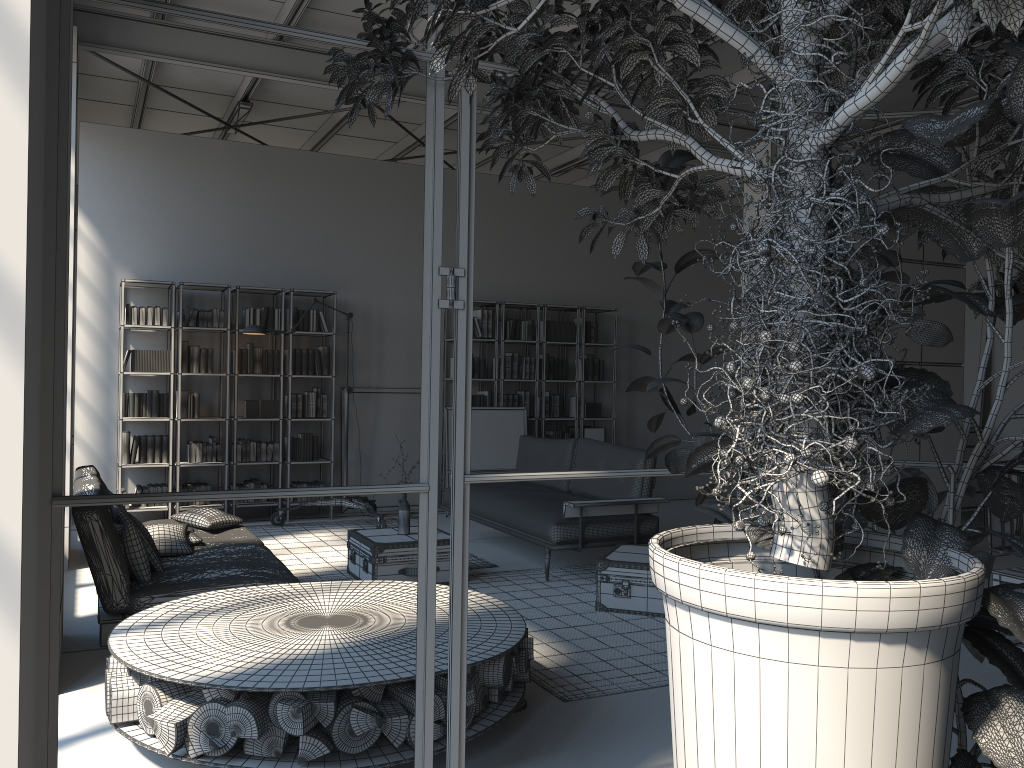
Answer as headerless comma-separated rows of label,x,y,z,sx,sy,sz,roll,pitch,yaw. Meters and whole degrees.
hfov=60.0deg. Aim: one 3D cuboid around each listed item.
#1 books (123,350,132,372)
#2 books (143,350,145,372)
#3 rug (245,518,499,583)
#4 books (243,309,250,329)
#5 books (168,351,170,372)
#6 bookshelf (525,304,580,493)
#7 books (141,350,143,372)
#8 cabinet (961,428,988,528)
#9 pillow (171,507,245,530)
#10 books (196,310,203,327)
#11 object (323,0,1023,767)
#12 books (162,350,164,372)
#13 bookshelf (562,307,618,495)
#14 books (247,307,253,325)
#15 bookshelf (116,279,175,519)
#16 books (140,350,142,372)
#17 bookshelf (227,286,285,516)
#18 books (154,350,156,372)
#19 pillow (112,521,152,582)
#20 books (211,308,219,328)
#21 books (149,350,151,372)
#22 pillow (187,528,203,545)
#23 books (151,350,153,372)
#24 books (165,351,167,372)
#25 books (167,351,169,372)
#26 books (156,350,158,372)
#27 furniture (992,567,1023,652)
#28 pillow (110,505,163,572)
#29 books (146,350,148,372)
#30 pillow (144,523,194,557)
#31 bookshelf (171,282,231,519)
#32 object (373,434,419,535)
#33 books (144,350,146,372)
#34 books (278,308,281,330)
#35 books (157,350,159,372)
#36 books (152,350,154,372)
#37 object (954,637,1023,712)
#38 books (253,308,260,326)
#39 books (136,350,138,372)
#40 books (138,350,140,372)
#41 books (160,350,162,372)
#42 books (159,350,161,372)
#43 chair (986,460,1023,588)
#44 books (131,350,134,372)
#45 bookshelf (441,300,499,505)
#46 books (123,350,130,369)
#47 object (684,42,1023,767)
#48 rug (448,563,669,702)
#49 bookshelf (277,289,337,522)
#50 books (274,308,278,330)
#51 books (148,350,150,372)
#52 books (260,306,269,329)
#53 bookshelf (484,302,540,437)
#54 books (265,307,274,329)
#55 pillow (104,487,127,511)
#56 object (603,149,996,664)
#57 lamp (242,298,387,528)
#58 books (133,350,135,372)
books,-3.529,-0.210,8.121,0.073,0.201,0.156,1,0,-28
books,-3.401,-0.209,8.182,0.014,0.207,0.157,1,0,-26
rug,-1.524,1.357,7.405,1.961,0.007,2.524,1,0,-26
books,-2.590,-0.622,8.638,0.043,0.213,0.154,1,0,-26
books,-3.206,-0.206,8.276,0.014,0.207,0.157,1,0,-26
bookshelf,0.446,0.256,10.113,0.455,2.276,0.455,1,0,-26
books,-3.413,-0.209,8.176,0.014,0.207,0.157,1,0,-26
cabinet,4.295,0.945,9.109,0.668,1.026,0.796,1,0,-26
pillow,-2.256,1.007,6.606,0.375,0.177,0.407,1,0,24
books,-2.978,-0.614,8.448,0.040,0.174,0.240,1,0,-26
object,0.607,-0.662,1.874,2.486,4.154,2.243,1,0,36
books,-3.255,-0.207,8.253,0.014,0.207,0.157,1,0,-26
bookshelf,0.894,0.264,10.322,0.455,2.276,0.455,1,0,-26
books,-2.559,-0.633,8.664,0.029,0.231,0.173,1,0,-26
bookshelf,-3.427,0.191,8.286,0.455,2.276,0.455,1,0,-26
books,-3.425,-0.210,8.171,0.014,0.207,0.157,1,0,-26
bookshelf,-2.528,0.206,8.719,0.455,2.276,0.455,1,0,-26
books,-3.316,-0.208,8.224,0.014,0.207,0.157,1,0,-26
pillow,-2.137,0.947,4.942,0.186,0.404,0.394,1,0,-37
books,-2.855,-0.623,8.492,0.056,0.195,0.270,1,0,-26
books,-3.352,-0.208,8.206,0.014,0.207,0.157,1,0,-26
pillow,-2.301,1.025,5.845,0.453,0.157,0.488,1,0,-26
books,-3.340,-0.208,8.212,0.014,0.207,0.157,1,0,-26
books,-3.230,-0.206,8.265,0.014,0.207,0.157,1,0,-26
books,-3.218,-0.206,8.271,0.014,0.207,0.157,1,0,-26
books,-3.303,-0.208,8.229,0.014,0.207,0.157,1,0,-26
furniture,2.850,1.201,4.038,0.300,0.478,1.260,1,0,-26
pillow,-2.197,0.911,5.189,0.252,0.404,0.512,1,0,-29
books,-3.377,-0.209,8.194,0.014,0.207,0.157,1,0,-26
pillow,-2.240,0.988,5.600,0.406,0.190,0.359,1,0,-26
bookshelf,-2.970,0.198,8.466,0.455,2.276,0.455,1,0,-26
object,-0.743,0.709,6.242,0.443,0.709,0.194,1,0,15
books,-3.389,-0.209,8.188,0.014,0.207,0.157,1,0,-26
books,-2.319,-0.627,8.768,0.023,0.232,0.187,1,0,-26
books,-3.291,-0.207,8.235,0.014,0.207,0.157,1,0,-26
books,-3.328,-0.208,8.218,0.014,0.207,0.157,1,0,-26
object,1.502,0.932,1.878,1.125,1.001,0.920,1,0,-28
books,-2.500,-0.625,8.681,0.039,0.222,0.161,1,0,-26
books,-3.450,-0.210,8.159,0.014,0.207,0.157,1,0,-26
books,-3.438,-0.210,8.165,0.014,0.207,0.157,1,0,-26
books,-3.267,-0.207,8.247,0.014,0.207,0.157,1,0,-26
books,-3.279,-0.207,8.241,0.014,0.207,0.157,1,0,-26
chair,3.113,0.948,5.143,0.474,0.975,0.488,1,0,-26
books,-3.487,-0.211,8.141,0.014,0.207,0.157,1,0,-26
bookshelf,-0.464,0.241,9.689,0.455,2.276,0.455,1,0,-26
books,-3.540,-0.214,8.115,0.073,0.201,0.156,1,0,-28
object,1.033,0.325,1.794,1.270,2.157,0.868,1,0,5
rug,0.563,1.398,5.440,1.961,0.007,2.524,1,0,-26
bookshelf,-2.062,0.214,8.905,0.455,2.276,0.455,1,0,-26
books,-2.345,-0.626,8.756,0.035,0.229,0.196,1,0,-26
books,-3.364,-0.209,8.200,0.014,0.207,0.157,1,0,-26
books,-2.438,-0.636,8.691,0.077,0.244,0.178,1,0,-27
bookshelf,-0.014,0.248,9.885,0.455,2.276,0.455,1,0,-26
books,-2.388,-0.636,8.736,0.057,0.242,0.178,1,0,-26
pillow,-2.706,0.890,6.069,0.190,0.357,0.422,1,0,-26
object,0.934,0.331,2.442,1.253,2.183,1.309,1,0,-15
lamp,-1.864,0.277,8.401,1.284,2.144,1.194,1,0,-13
books,-3.474,-0.210,8.147,0.014,0.207,0.157,1,0,-26
